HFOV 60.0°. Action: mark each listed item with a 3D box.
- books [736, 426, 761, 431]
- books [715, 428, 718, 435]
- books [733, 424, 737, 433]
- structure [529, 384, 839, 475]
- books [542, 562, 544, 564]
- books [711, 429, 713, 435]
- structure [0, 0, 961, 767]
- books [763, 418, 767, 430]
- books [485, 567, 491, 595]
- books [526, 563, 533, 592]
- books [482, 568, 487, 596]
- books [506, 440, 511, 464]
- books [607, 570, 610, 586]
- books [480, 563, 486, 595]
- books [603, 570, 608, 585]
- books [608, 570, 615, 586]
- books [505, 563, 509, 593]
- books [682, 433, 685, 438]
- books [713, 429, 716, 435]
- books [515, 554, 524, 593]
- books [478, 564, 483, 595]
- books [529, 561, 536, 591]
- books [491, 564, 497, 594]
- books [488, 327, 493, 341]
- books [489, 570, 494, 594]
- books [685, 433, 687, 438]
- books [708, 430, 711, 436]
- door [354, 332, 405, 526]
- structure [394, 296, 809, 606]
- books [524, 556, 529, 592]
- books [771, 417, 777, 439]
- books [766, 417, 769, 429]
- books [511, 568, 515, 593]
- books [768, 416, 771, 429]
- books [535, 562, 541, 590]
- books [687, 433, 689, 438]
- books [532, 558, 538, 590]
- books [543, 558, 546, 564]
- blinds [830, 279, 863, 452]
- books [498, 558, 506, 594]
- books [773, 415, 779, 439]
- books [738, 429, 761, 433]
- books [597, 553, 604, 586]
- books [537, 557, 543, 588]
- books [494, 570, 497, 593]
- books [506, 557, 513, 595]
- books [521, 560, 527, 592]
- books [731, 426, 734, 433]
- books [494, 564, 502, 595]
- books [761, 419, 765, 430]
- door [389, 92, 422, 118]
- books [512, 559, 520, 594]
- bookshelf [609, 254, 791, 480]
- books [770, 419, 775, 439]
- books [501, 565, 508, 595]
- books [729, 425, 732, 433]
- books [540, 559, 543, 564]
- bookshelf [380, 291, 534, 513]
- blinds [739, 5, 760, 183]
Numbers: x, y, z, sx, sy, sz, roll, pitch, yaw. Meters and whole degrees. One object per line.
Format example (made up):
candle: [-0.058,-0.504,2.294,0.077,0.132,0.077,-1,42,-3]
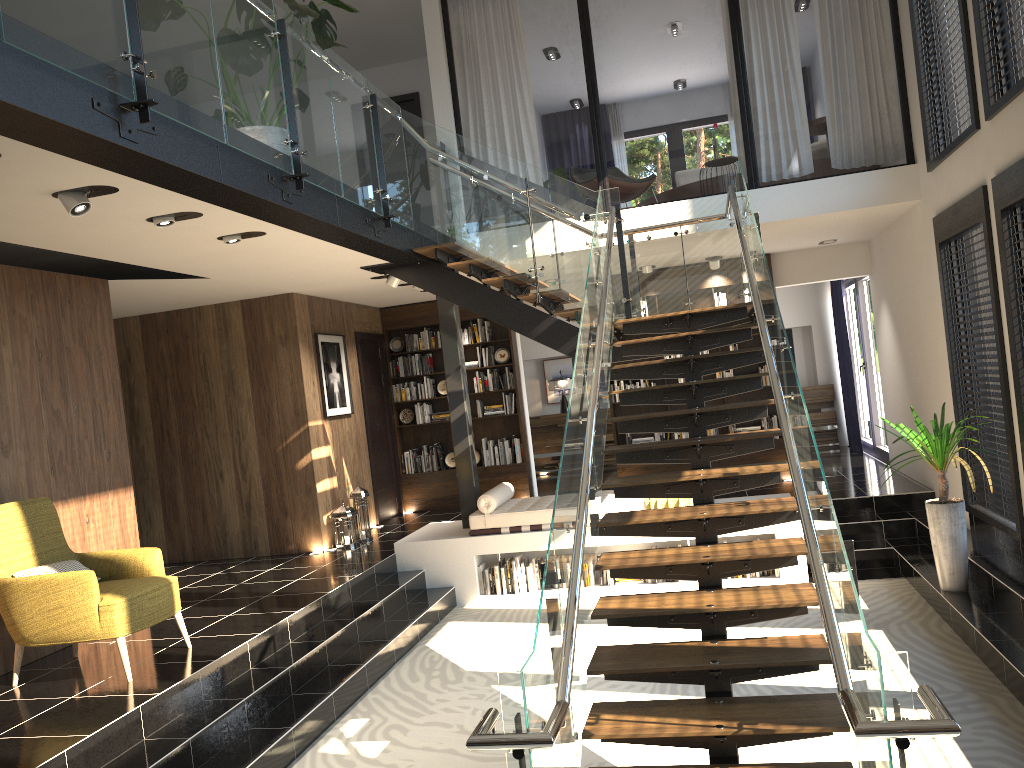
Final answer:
books: [2.850,0.535,10.667,0.288,0.030,0.175,-7,0,17]
books: [2.479,0.571,10.768,0.022,0.307,0.131,-6,0,13]
books: [2.693,0.581,10.693,0.026,0.238,0.159,-6,0,13]
structure: [1.952,0.836,14.472,6.278,0.982,0.885,-7,0,13]
books: [0.321,1.815,8.449,0.019,0.261,0.182,-6,0,13]
books: [2.434,0.620,10.770,0.026,0.221,0.145,-6,0,13]
structure: [-0.096,0.005,4.994,3.448,4.869,7.277,-7,0,12]
books: [3.032,0.497,10.622,0.030,0.326,0.195,-6,0,13]
books: [-0.219,1.887,8.506,0.027,0.241,0.149,-6,0,13]
books: [0.178,1.841,8.431,0.029,0.240,0.165,-6,0,13]
books: [-0.244,1.896,8.509,0.024,0.229,0.171,-6,0,13]
books: [-0.034,0.866,11.353,0.011,0.300,0.153,-6,0,13]
books: [0.907,1.748,8.327,0.020,0.257,0.154,-6,0,13]
books: [-0.268,1.870,8.528,0.024,0.286,0.130,-6,0,13]
books: [0.882,1.754,8.360,0.045,0.251,0.142,-6,0,13]
books: [0.934,1.765,8.322,0.030,0.218,0.186,-6,0,13]
books: [-0.027,1.845,8.480,0.028,0.279,0.120,-6,0,13]
books: [2.098,0.631,10.825,0.030,0.276,0.160,-6,0,13]
books: [2.459,0.614,10.764,0.026,0.227,0.129,-6,0,13]
books: [0.088,1.802,8.443,0.051,0.338,0.187,-6,0,13]
books: [-0.287,1.880,8.549,0.025,0.270,0.156,-6,0,13]
books: [0.204,1.823,8.439,0.021,0.271,0.148,-6,0,13]
books: [-0.157,1.872,8.524,0.030,0.256,0.145,-6,0,13]
books: [-0.274,-0.640,11.395,0.022,0.195,0.135,-6,0,13]
books: [-0.184,1.898,8.527,0.029,0.211,0.130,-6,0,13]
books: [2.131,0.658,10.830,0.025,0.214,0.170,-6,0,13]
books: [2.402,0.609,10.756,0.028,0.250,0.162,-6,0,13]
door: [-1.675,0.537,11.079,0.104,2.347,0.930,-6,0,13]
structure: [0.702,0.341,8.709,3.783,3.245,1.148,-7,0,13]
books: [0.151,1.808,8.438,0.021,0.313,0.139,-6,0,13]
books: [3.131,0.522,10.601,0.023,0.254,0.191,-6,0,13]
books: [3.061,0.501,10.617,0.027,0.311,0.148,-6,0,13]
books: [0.030,1.860,8.463,0.029,0.237,0.146,-6,0,13]
books: [3.089,0.520,10.622,0.023,0.267,0.147,-6,0,13]
books: [0.261,1.829,8.496,0.026,0.247,0.149,-6,0,13]
books: [2.157,0.622,10.834,0.031,0.280,0.141,-6,0,13]
books: [0.227,1.808,8.456,0.020,0.295,0.102,-6,0,13]
books: [0.341,1.802,8.435,0.028,0.282,0.172,-6,0,13]
blinds: [4.862,-0.361,13.002,0.161,2.770,1.080,-7,0,11]
books: [-0.081,1.834,8.496,0.029,0.314,0.163,-6,0,13]
books: [3.151,0.509,10.589,0.025,0.274,0.204,-6,0,13]
books: [2.856,0.563,10.682,0.251,0.026,0.148,-7,0,8]
books: [0.840,1.743,8.351,0.031,0.284,0.176,-6,0,13]
books: [0.283,1.807,8.489,0.025,0.285,0.137,-6,0,13]
books: [-0.133,1.885,8.512,0.020,0.225,0.156,-6,0,13]
books: [-0.008,1.821,8.446,0.030,0.322,0.202,-6,0,13]
books: [0.128,1.825,8.434,0.025,0.282,0.149,-6,0,13]
books: [2.671,0.603,10.706,0.025,0.199,0.149,-6,0,13]
books: [-0.116,1.859,8.476,0.035,0.273,0.200,-6,0,13]
books: [3.009,0.540,10.626,0.026,0.247,0.149,-6,0,13]
door: [-1.503,-2.514,11.479,0.931,2.347,0.104,-7,0,13]
books: [0.048,1.821,8.432,0.028,0.309,0.211,-6,0,13]
bookshelf: [2.219,-0.090,10.829,2.091,2.683,0.273,-7,0,13]
books: [3.112,0.534,10.614,0.022,0.234,0.178,-6,0,13]
books: [-0.059,1.862,8.455,0.027,0.254,0.204,-6,0,13]
books: [2.647,0.573,10.724,0.024,0.264,0.174,-6,0,13]
books: [0.305,1.817,8.470,0.023,0.260,0.133,-6,0,13]
bookshelf: [-0.714,0.252,11.490,1.704,2.683,0.273,-7,0,13]
blinds: [2.340,-3.254,8.328,0.670,2.699,0.134,-6,0,13]
